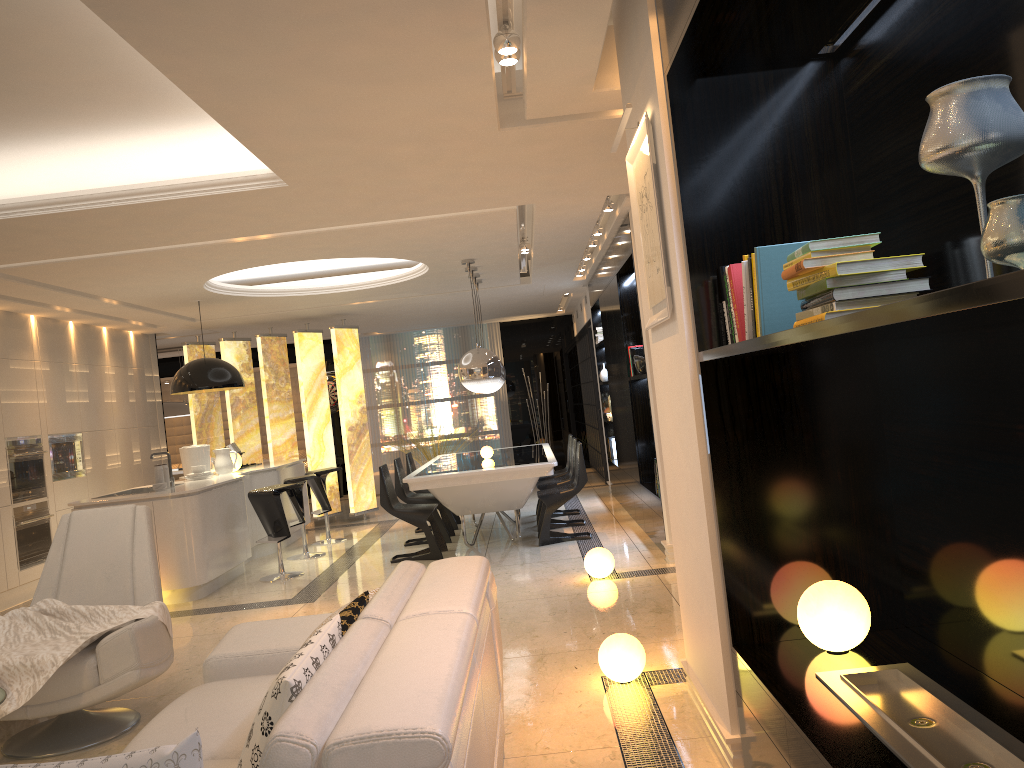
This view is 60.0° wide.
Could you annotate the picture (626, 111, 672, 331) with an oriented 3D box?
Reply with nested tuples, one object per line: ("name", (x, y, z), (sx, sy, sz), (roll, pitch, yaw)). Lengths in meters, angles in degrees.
("picture", (0.522, -0.588, 3.392), (0.027, 0.729, 0.610), (-6, -1, 1))

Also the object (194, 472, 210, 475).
("object", (-2.969, 0.856, 8.412), (0.229, 0.016, 0.229), (-7, -1, 31))

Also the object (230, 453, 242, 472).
("object", (-2.882, 0.799, 9.102), (0.212, 0.214, 0.213), (-6, -1, -39))

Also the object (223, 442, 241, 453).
("object", (-3.158, 0.765, 9.902), (0.249, 0.212, 0.256), (-7, -1, 36))

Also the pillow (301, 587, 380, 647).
("pillow", (-0.601, 0.896, 3.065), (0.351, 0.329, 0.521), (-6, -1, 1))

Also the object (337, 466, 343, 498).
("object", (-2.936, 1.636, 14.610), (0.261, 0.508, 0.325), (-6, -1, 1))

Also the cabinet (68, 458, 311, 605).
("cabinet", (-2.927, 1.352, 8.742), (1.046, 0.887, 3.752), (-6, -1, 1))

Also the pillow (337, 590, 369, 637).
("pillow", (-0.602, 0.854, 2.607), (0.323, 0.355, 0.524), (-6, -1, 1))

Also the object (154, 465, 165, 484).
("object", (-2.922, 0.773, 7.350), (0.071, 0.219, 0.071), (-6, -1, -8))

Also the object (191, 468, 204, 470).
("object", (-2.971, 0.826, 8.413), (0.138, 0.051, 0.138), (-6, -1, -41))

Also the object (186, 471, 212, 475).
("object", (-2.969, 0.851, 8.412), (0.229, 0.016, 0.229), (-7, -1, 31))

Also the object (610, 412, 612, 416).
("object", (1.232, 0.359, 10.580), (0.125, 0.125, 0.125), (-7, -1, 40))

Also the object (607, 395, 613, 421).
("object", (1.200, 0.270, 10.414), (0.177, 0.311, 0.177), (-6, -1, 1))

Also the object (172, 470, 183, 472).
("object", (-5.190, 1.337, 13.441), (1.605, 0.026, 0.028), (-6, -1, 6))

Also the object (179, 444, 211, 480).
("object", (-3.104, 0.760, 8.714), (0.288, 0.330, 0.288), (-7, -1, 18))

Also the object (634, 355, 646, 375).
("object", (1.127, -0.163, 7.449), (0.193, 0.177, 0.375), (-6, -1, 2))

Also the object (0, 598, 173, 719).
("object", (-2.281, 1.354, 4.208), (1.347, 0.580, 0.972), (-7, -1, 38))

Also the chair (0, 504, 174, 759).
("chair", (-2.097, 1.135, 4.262), (1.027, 0.991, 0.983), (-6, -1, 0))

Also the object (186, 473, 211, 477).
("object", (-2.967, 0.870, 8.412), (0.229, 0.016, 0.229), (-7, -1, 31))

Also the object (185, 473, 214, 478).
("object", (-2.965, 0.882, 8.412), (0.264, 0.033, 0.264), (-6, -1, -30))

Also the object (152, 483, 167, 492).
("object", (-2.884, 0.846, 7.264), (0.111, 0.062, 0.111), (-7, -1, 22))

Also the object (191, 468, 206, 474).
("object", (-2.971, 0.832, 8.413), (0.138, 0.051, 0.138), (-6, -1, -41))

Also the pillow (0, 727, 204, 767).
("pillow", (-0.823, 0.881, 1.863), (0.521, 0.325, 0.281), (-7, -1, 10))

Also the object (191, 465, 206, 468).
("object", (-2.974, 0.803, 8.413), (0.138, 0.051, 0.138), (-6, -1, -41))

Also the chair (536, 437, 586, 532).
("chair", (0.449, 0.990, 8.867), (0.496, 0.858, 0.523), (-6, -1, 1))

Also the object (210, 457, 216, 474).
("object", (-3.093, 0.842, 9.034), (0.211, 0.174, 0.211), (-6, -1, -42))

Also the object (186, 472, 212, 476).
("object", (-2.968, 0.861, 8.412), (0.229, 0.016, 0.229), (-7, -1, 31))

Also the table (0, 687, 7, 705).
("table", (-2.568, 1.359, 2.639), (2.140, 0.565, 0.999), (-6, -1, 0))

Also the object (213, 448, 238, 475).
("object", (-2.872, 0.774, 8.875), (0.211, 0.254, 0.183), (-6, -1, -37))

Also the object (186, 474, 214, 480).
("object", (-2.964, 0.889, 8.412), (0.264, 0.033, 0.264), (-6, -1, -30))

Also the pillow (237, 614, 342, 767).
("pillow", (-0.569, 0.829, 2.149), (0.255, 0.399, 0.526), (-6, -1, 1))

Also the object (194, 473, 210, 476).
("object", (-2.968, 0.865, 8.412), (0.229, 0.016, 0.229), (-7, -1, 31))

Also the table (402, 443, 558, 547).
("table", (-0.202, 1.111, 8.776), (1.293, 0.759, 3.031), (-6, -1, 1))

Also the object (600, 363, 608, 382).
("object", (1.159, -0.227, 10.799), (0.210, 0.395, 0.180), (-6, -1, 4))

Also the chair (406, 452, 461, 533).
("chair", (-0.856, 1.149, 9.629), (0.496, 0.858, 0.523), (-6, -1, 1))

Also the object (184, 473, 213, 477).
("object", (-2.966, 0.876, 8.412), (0.264, 0.033, 0.264), (-6, -1, -30))

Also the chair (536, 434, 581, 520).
("chair", (0.462, 1.002, 9.673), (0.496, 0.858, 0.523), (-6, -1, 1))

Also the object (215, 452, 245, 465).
("object", (-3.141, 0.849, 9.903), (0.266, 0.147, 0.253), (-7, -1, 44))

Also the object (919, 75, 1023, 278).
("object", (0.837, -0.340, 1.585), (0.181, 0.381, 0.181), (-6, -1, -5))

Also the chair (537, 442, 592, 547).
("chair", (0.436, 0.979, 8.018), (0.496, 0.858, 0.523), (-6, -1, 1))

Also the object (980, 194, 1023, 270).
("object", (0.836, -0.227, 1.453), (0.119, 0.154, 0.119), (-7, -1, 11))

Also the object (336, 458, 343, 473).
("object", (-2.963, 1.391, 14.708), (0.330, 0.297, 0.032), (-6, -1, 1))

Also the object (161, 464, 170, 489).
("object", (-2.921, 0.774, 7.457), (0.071, 0.219, 0.071), (-6, -1, -23))

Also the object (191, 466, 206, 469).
("object", (-2.973, 0.815, 8.413), (0.138, 0.051, 0.138), (-6, -1, -41))

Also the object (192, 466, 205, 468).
("object", (-2.973, 0.809, 8.413), (0.138, 0.051, 0.138), (-6, -1, -41))

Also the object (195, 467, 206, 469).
("object", (-2.972, 0.820, 8.413), (0.138, 0.051, 0.138), (-6, -1, -41))
